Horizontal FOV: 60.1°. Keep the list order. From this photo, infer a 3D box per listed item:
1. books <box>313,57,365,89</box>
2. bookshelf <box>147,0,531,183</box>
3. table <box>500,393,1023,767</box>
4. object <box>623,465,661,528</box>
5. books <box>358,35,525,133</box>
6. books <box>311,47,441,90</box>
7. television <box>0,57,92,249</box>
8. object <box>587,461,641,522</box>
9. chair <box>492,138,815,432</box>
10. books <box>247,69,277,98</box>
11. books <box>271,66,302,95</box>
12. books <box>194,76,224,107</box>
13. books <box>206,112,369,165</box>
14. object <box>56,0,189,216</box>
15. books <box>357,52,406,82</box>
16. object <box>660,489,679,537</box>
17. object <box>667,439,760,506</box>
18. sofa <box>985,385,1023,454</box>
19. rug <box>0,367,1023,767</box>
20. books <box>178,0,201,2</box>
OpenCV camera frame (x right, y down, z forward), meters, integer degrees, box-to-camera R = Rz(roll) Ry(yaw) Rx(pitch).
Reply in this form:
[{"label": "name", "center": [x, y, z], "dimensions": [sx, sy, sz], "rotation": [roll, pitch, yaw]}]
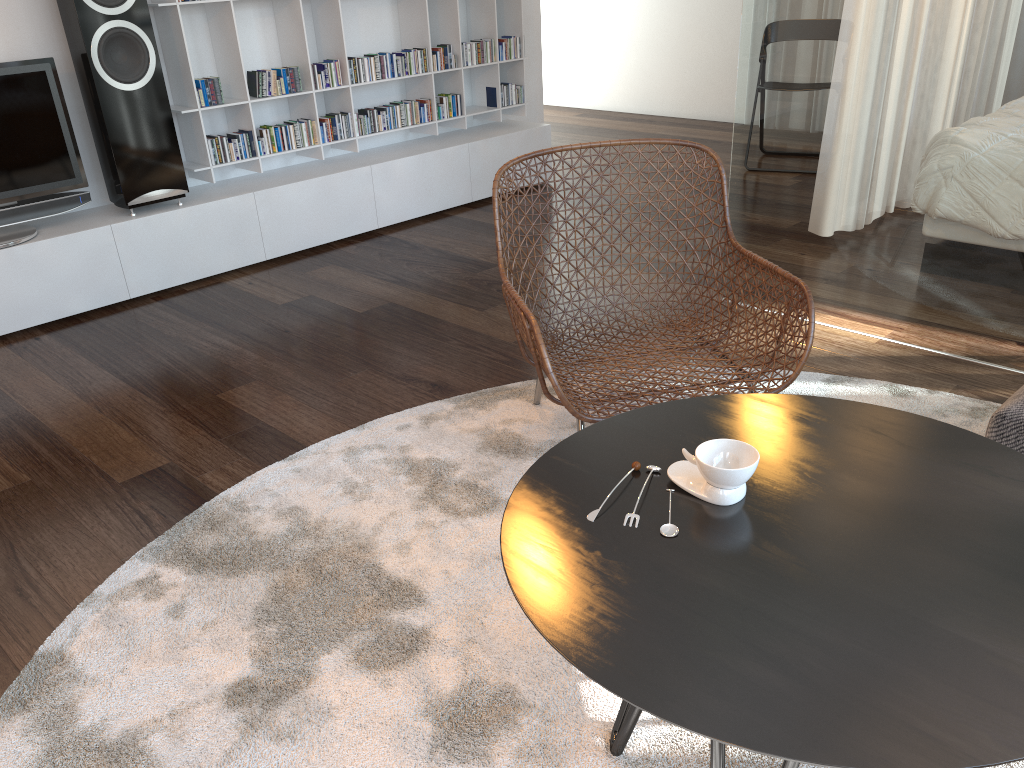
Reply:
[{"label": "books", "center": [-0.829, -1.476, 4.184], "dimensions": [0.098, 0.116, 0.263], "rotation": [22, 36, 39]}, {"label": "bookshelf", "center": [-0.752, -2.167, 4.010], "dimensions": [2.051, 2.139, 0.223], "rotation": [-26, 36, -37]}, {"label": "table", "center": [0.417, 0.412, 1.348], "dimensions": [0.834, 0.488, 0.834], "rotation": [-25, 34, -36]}, {"label": "object", "center": [0.194, 0.161, 1.312], "dimensions": [0.025, 0.016, 0.159], "rotation": [7, 28, 19]}, {"label": "books", "center": [-0.351, -1.591, 4.648], "dimensions": [1.114, 0.360, 0.113], "rotation": [-25, 35, -38]}, {"label": "books", "center": [-0.672, -1.550, 4.320], "dimensions": [0.752, 0.116, 0.113], "rotation": [-25, 35, -38]}, {"label": "television", "center": [-1.999, -0.817, 3.212], "dimensions": [0.783, 0.619, 0.337], "rotation": [-15, 30, -22]}, {"label": "object", "center": [0.154, 0.157, 1.326], "dimensions": [0.014, 0.015, 0.164], "rotation": [14, 31, 30]}, {"label": "chair", "center": [0.335, -0.220, 2.351], "dimensions": [0.717, 0.732, 0.666], "rotation": [-8, 28, -10]}, {"label": "books", "center": [-1.112, -1.339, 3.939], "dimensions": [0.088, 0.111, 0.116], "rotation": [23, 37, 40]}, {"label": "books", "center": [-1.031, -1.377, 4.010], "dimensions": [0.098, 0.107, 0.130], "rotation": [21, 36, 39]}, {"label": "books", "center": [-1.311, -1.245, 3.771], "dimensions": [0.098, 0.107, 0.130], "rotation": [21, 36, 39]}, {"label": "books", "center": [-0.701, -2.110, 4.018], "dimensions": [1.920, 1.877, 0.113], "rotation": [-26, 36, -37]}, {"label": "object", "center": [-1.563, -1.201, 3.482], "dimensions": [0.276, 1.034, 0.290], "rotation": [23, 38, 39]}, {"label": "books", "center": [-0.651, -1.560, 4.338], "dimensions": [0.230, 0.116, 0.113], "rotation": [-26, 35, -38]}, {"label": "object", "center": [0.228, 0.182, 1.273], "dimensions": [0.026, 0.010, 0.120], "rotation": [3, 27, 11]}, {"label": "object", "center": [0.300, 0.124, 1.314], "dimensions": [0.090, 0.071, 0.136], "rotation": [-19, 31, -28]}, {"label": "sofa", "center": [1.220, 0.565, 0.716], "dimensions": [3.017, 0.693, 2.010], "rotation": [-26, 34, -38]}, {"label": "rug", "center": [0.451, 0.553, 1.600], "dimensions": [2.824, 0.012, 2.763], "rotation": [9, 28, 23]}, {"label": "books", "center": [-0.698, -1.909, 4.118], "dimensions": [1.893, 0.118, 0.113], "rotation": [-25, 35, -38]}]
